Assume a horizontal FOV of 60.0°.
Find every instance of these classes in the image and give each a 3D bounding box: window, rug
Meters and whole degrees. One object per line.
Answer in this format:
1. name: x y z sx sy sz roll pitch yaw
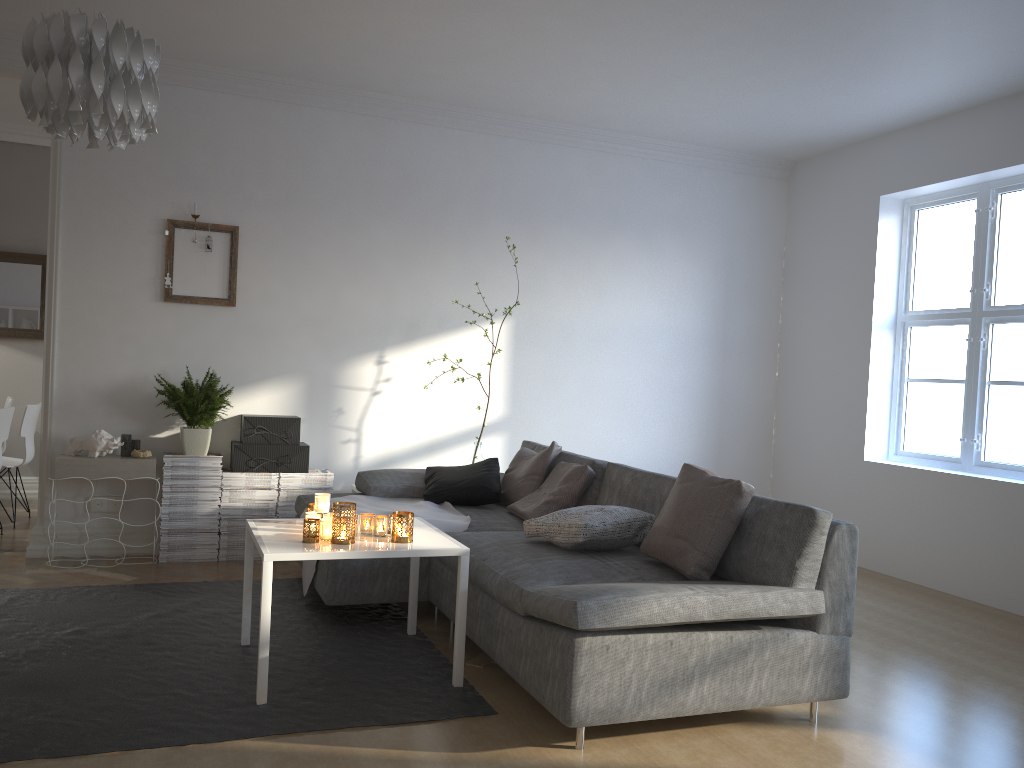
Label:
1. window: 2.766 -0.331 5.264 0.077 1.710 1.200 2 1 -21
2. rug: -1.385 1.017 3.493 2.112 0.055 2.014 3 1 -22

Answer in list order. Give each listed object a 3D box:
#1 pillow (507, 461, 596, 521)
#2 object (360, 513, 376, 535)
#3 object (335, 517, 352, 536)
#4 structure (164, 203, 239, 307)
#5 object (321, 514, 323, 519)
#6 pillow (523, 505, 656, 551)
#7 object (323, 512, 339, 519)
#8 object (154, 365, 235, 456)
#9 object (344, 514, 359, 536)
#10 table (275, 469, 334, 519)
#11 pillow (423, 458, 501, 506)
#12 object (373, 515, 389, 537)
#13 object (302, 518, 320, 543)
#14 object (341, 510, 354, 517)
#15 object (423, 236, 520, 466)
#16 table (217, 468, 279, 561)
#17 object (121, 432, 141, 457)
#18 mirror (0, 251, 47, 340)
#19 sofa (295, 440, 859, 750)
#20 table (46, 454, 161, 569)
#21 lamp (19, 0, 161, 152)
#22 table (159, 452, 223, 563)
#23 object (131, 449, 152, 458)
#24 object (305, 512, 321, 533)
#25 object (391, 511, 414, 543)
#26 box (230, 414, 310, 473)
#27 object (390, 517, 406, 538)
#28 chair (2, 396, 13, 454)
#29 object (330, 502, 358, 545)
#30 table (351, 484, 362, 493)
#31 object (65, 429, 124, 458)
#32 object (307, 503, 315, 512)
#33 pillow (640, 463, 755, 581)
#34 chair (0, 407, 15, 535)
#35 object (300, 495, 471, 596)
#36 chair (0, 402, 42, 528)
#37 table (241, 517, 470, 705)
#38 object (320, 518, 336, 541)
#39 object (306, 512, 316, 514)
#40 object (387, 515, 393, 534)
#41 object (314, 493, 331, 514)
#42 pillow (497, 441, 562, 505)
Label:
1. pillow: 0.187 0.533 4.398 0.337 0.311 0.414 3 1 -16
2. object: -0.548 0.530 3.358 0.060 0.073 0.060 3 1 4
3. object: -0.619 0.528 3.247 0.060 0.073 0.060 2 1 -32
4. structure: -1.783 -0.747 5.098 0.398 0.575 0.053 2 2 -24
5. object: -0.709 0.529 3.407 0.050 0.058 0.052 4 1 38
6. pillow: 0.313 0.591 3.656 0.406 0.194 0.404 2 1 -35
7. object: -0.681 0.524 3.332 0.060 0.073 0.060 2 2 -41
8. object: -1.777 0.156 4.962 0.438 0.527 0.368 2 1 -21
9. object: -0.604 0.528 3.322 0.060 0.073 0.060 3 1 25
10. table: -1.238 0.762 5.238 0.327 0.499 0.246 2 1 -21
11. pillow: -0.266 0.524 4.742 0.421 0.248 0.401 3 1 -1
12. object: -0.492 0.533 3.324 0.060 0.073 0.060 3 1 4
13. object: -0.713 0.521 3.150 0.060 0.079 0.060 2 1 -31
14. object: -0.632 0.525 3.417 0.060 0.073 0.060 3 1 4
15. object: -0.246 -0.091 5.294 0.339 1.675 0.776 4 2 28
16. table: -1.531 0.749 5.123 0.327 0.499 0.246 2 1 -21
17. object: -2.106 0.331 4.892 0.062 0.134 0.123 3 1 20
18. mirror: -3.722 -0.662 6.627 0.503 0.637 0.049 2 2 -21
19. sofa: -0.006 0.734 3.899 1.555 0.773 2.630 3 1 -21
20. table: -2.204 0.681 4.818 0.553 0.575 0.298 2 1 -21
21. lamp: -1.167 -1.213 2.494 0.354 1.066 0.355 3 2 21
22. table: -1.815 0.687 5.009 0.321 0.597 0.246 2 2 -21
23. object: -2.019 0.380 4.841 0.104 0.046 0.099 3 1 25
24. object: -0.748 0.520 3.332 0.060 0.073 0.060 2 2 -41
25. object: -0.400 0.523 3.243 0.080 0.104 0.080 2 1 -31
26. box: -1.402 0.347 5.152 0.419 0.316 0.298 3 1 -21
27. object: -0.426 0.537 3.313 0.060 0.073 0.060 4 1 31
28. chair: -3.785 0.481 6.218 0.479 0.786 0.431 2 2 -31
29. object: -0.602 0.496 3.164 0.086 0.140 0.090 4 2 39
30. table: -0.717 0.835 5.317 0.437 0.412 0.422 2 1 -21
31. object: -2.242 0.318 4.773 0.311 0.150 0.137 3 1 9
32. object: -0.781 0.514 3.502 0.060 0.079 0.060 2 1 -27
33. pillow: 0.678 0.507 3.293 0.242 0.390 0.426 2 1 -21
34. chair: -3.248 0.520 5.186 0.479 0.786 0.431 3 1 -1
35. object: -0.639 0.804 4.307 0.726 0.437 0.811 3 1 -23
36. chair: -3.344 0.509 5.745 0.479 0.786 0.431 3 1 -16
37. table: -0.618 0.816 3.360 0.715 0.504 0.674 3 1 -21
38. object: -0.666 0.526 3.203 0.060 0.073 0.060 2 1 -32
39. object: -0.748 0.518 3.332 0.056 0.066 0.056 4 1 31
40. object: -0.455 0.538 3.393 0.047 0.068 0.054 4 1 29
41. object: -0.713 0.449 3.329 0.060 0.073 0.060 3 1 -5
42. pillow: 0.096 0.494 4.786 0.324 0.403 0.429 2 1 -34
